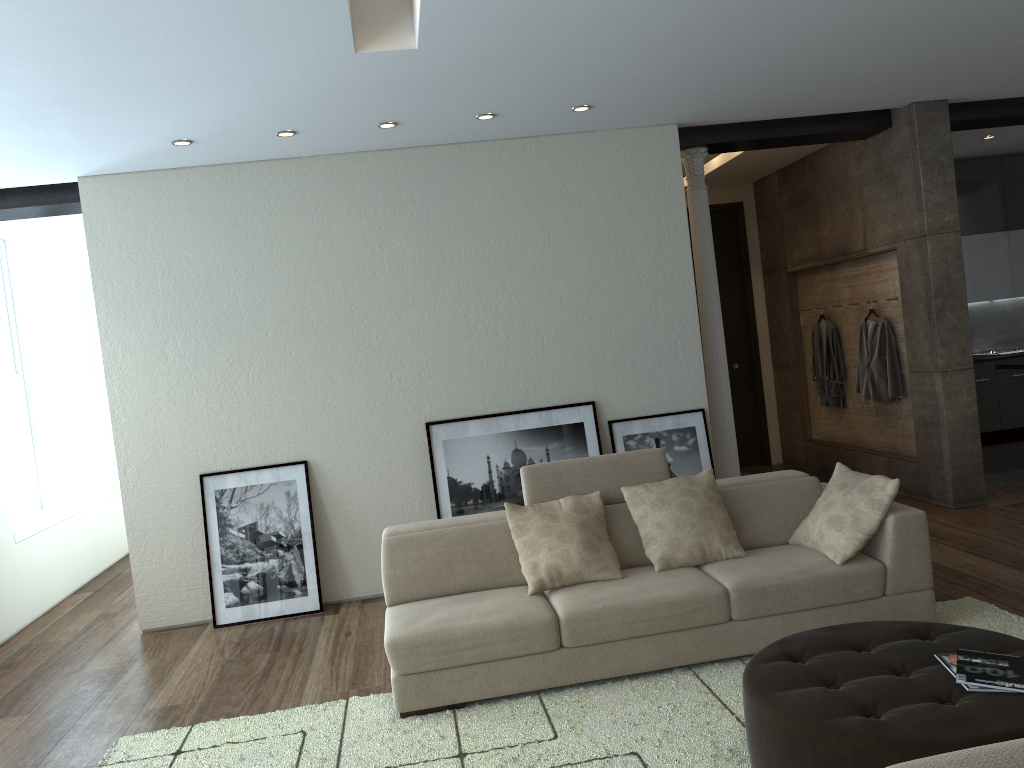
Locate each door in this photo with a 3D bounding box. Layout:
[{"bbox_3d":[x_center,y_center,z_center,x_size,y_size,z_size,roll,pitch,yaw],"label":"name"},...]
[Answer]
[{"bbox_3d":[2.074,-0.463,9.433,1.037,2.814,0.246,-7,2,-7],"label":"door"}]

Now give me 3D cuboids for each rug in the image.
[{"bbox_3d":[0.478,1.406,2.838,4.231,0.020,2.972,-7,2,-7],"label":"rug"}]

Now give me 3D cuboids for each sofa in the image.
[{"bbox_3d":[0.637,0.851,4.491,2.581,0.950,1.021,-7,2,-7],"label":"sofa"},{"bbox_3d":[1.015,0.926,1.570,2.581,0.950,1.021,-7,2,-7],"label":"sofa"}]

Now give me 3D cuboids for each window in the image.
[{"bbox_3d":[-4.397,-0.071,8.986,0.123,2.400,1.289,-7,2,-7],"label":"window"},{"bbox_3d":[-4.135,-0.019,6.960,0.123,2.400,1.373,-7,2,-7],"label":"window"}]

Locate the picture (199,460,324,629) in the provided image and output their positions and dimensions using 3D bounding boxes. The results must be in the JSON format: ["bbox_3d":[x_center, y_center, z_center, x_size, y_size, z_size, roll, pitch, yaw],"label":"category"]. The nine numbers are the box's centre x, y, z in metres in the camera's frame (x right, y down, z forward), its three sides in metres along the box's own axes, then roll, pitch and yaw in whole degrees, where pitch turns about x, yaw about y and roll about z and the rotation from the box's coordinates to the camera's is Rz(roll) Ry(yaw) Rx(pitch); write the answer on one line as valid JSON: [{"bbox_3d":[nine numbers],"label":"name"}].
[{"bbox_3d":[-1.649,1.046,5.830,0.700,0.988,0.195,-7,2,-7],"label":"picture"}]

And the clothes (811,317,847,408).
[{"bbox_3d":[2.940,-0.198,8.331,0.141,0.855,0.569,-7,2,-7],"label":"clothes"}]

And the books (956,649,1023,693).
[{"bbox_3d":[1.531,0.907,2.810,0.220,0.040,0.301,-6,3,28],"label":"books"}]

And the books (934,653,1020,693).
[{"bbox_3d":[1.509,0.917,2.822,0.219,0.031,0.300,-6,2,8],"label":"books"}]

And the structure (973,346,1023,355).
[{"bbox_3d":[5.453,-0.362,9.436,0.900,0.066,0.520,-7,2,-7],"label":"structure"}]

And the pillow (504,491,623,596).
[{"bbox_3d":[0.258,0.778,4.441,0.519,0.416,0.368,-7,2,-12],"label":"pillow"}]

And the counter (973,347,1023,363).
[{"bbox_3d":[4.866,-0.181,9.408,3.597,0.223,0.807,-7,2,-7],"label":"counter"}]

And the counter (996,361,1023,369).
[{"bbox_3d":[6.061,-0.362,7.390,3.700,0.040,1.000,-7,2,-7],"label":"counter"}]

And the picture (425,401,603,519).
[{"bbox_3d":[0.072,0.758,6.030,1.183,1.140,0.225,-7,2,-7],"label":"picture"}]

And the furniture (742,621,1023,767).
[{"bbox_3d":[1.321,1.113,2.963,1.057,0.355,1.057,-7,2,-5],"label":"furniture"}]

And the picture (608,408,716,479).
[{"bbox_3d":[1.085,0.707,6.173,0.700,0.988,0.195,-7,2,-7],"label":"picture"}]

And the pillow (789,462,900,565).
[{"bbox_3d":[1.652,0.626,4.390,0.395,0.393,0.518,-7,2,-11],"label":"pillow"}]

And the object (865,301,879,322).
[{"bbox_3d":[3.013,-0.586,7.414,0.010,0.219,0.430,-7,2,-7],"label":"object"}]

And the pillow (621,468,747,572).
[{"bbox_3d":[0.870,0.691,4.531,0.534,0.439,0.301,-7,2,-11],"label":"pillow"}]

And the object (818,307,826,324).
[{"bbox_3d":[2.909,-0.610,8.309,0.010,0.219,0.430,-7,2,-7],"label":"object"}]

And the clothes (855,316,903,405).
[{"bbox_3d":[3.043,-0.199,7.438,0.173,0.735,0.700,-7,2,-9],"label":"clothes"}]

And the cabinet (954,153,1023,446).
[{"bbox_3d":[6.661,-1.109,9.606,7.409,2.980,0.827,-7,2,-7],"label":"cabinet"}]
